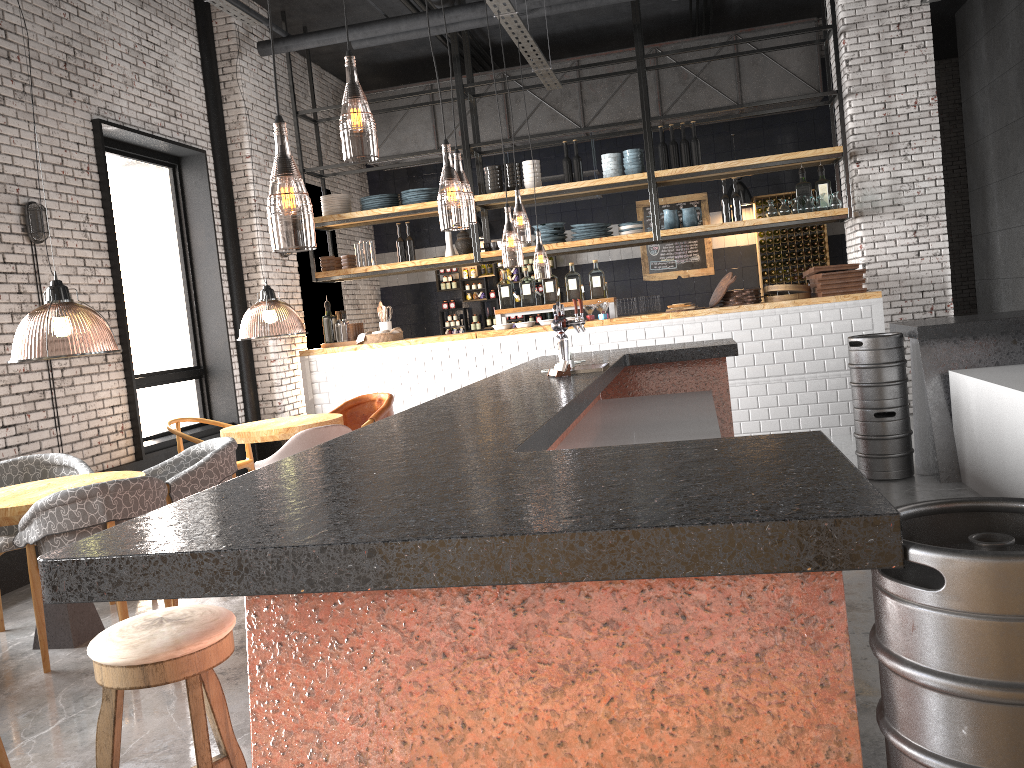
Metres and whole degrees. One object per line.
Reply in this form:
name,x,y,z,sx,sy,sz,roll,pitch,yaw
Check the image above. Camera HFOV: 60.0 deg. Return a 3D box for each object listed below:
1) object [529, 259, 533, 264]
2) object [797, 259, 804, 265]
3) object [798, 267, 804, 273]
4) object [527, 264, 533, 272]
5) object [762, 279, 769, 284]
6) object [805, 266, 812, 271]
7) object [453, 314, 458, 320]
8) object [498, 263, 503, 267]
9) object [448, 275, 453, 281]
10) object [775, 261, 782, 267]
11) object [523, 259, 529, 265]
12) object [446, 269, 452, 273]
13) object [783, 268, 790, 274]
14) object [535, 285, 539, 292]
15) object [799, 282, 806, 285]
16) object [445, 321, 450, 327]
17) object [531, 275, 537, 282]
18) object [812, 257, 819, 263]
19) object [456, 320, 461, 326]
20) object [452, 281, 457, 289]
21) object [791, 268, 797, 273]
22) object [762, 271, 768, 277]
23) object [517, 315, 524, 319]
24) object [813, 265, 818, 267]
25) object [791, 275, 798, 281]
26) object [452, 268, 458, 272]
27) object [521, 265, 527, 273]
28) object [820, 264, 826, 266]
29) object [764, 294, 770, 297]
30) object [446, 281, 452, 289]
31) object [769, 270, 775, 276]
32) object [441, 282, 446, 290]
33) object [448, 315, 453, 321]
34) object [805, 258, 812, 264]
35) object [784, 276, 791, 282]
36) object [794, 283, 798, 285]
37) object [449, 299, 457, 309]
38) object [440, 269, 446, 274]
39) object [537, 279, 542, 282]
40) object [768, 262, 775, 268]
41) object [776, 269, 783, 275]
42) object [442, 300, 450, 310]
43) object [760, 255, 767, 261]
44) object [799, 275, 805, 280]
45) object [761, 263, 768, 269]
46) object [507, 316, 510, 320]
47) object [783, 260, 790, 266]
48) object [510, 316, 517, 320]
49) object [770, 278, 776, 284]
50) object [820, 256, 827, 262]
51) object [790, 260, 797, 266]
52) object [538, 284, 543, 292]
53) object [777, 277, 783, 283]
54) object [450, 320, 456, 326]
object,0.280,-1.765,12.607,0.076,0.111,0.076,-5,4,17
object,3.850,-1.629,11.816,0.079,0.079,0.284,-5,4,12
object,3.860,-1.525,11.817,0.079,0.079,0.281,-5,4,12
object,0.251,-1.651,12.619,0.076,0.111,0.076,-4,4,32
object,3.406,-1.377,11.895,0.079,0.079,0.281,-5,4,12
object,3.949,-1.531,11.782,0.079,0.079,0.281,-5,4,12
object,-0.827,-0.969,12.889,0.071,0.083,0.071,-9,5,-38
object,-0.170,-1.757,12.696,0.079,0.156,0.079,-5,4,22
object,-0.889,-1.532,12.859,0.070,0.083,0.071,-3,5,37
object,3.568,-1.602,11.845,0.079,0.079,0.284,-5,4,12
object,0.199,-1.758,12.622,0.076,0.111,0.076,-7,4,-13
object,-0.916,-1.670,12.875,0.081,0.113,0.071,-5,4,13
object,3.677,-1.508,11.859,0.079,0.079,0.281,-5,4,12
object,0.335,-1.358,12.646,0.081,0.113,0.071,-5,4,11
object,3.882,-1.316,11.828,0.079,0.079,0.281,-5,4,12
object,-0.936,-0.876,12.921,0.070,0.083,0.071,-5,4,22
object,0.306,-1.499,12.619,0.076,0.111,0.076,-7,4,-13
object,4.033,-1.645,11.772,0.079,0.079,0.284,-5,4,12
object,-0.779,-0.890,12.887,0.070,0.083,0.071,-3,5,37
object,-0.834,-1.441,12.857,0.076,0.111,0.076,-6,4,7
object,3.765,-1.515,11.820,0.079,0.079,0.281,-5,4,12
object,3.400,-1.483,11.913,0.079,0.079,0.281,-5,4,12
object,0.118,-1.001,12.721,0.100,0.139,0.088,-5,4,13
object,4.037,-1.537,11.740,0.079,0.079,0.281,-5,4,12
object,3.775,-1.410,11.818,0.079,0.079,0.281,-5,4,12
object,-0.828,-1.677,12.857,0.081,0.113,0.071,-5,4,13
object,0.171,-1.644,12.636,0.076,0.111,0.076,-5,4,22
object,4.133,-1.548,11.743,0.079,0.079,0.281,-5,4,12
object,3.433,-1.171,11.931,0.079,0.079,0.281,-5,4,12
object,-0.915,-1.433,12.872,0.076,0.111,0.076,-4,4,32
object,3.485,-1.488,11.860,0.079,0.079,0.281,-5,4,12
object,-0.995,-1.426,12.890,0.076,0.111,0.076,-5,4,22
object,-0.900,-0.963,12.911,0.070,0.083,0.071,-3,5,37
object,3.938,-1.636,11.777,0.079,0.079,0.284,-5,4,12
object,3.679,-1.400,11.823,0.079,0.079,0.281,-5,4,12
object,3.788,-1.306,11.832,0.079,0.079,0.281,-5,4,12
object,-0.859,-1.160,12.906,0.100,0.139,0.088,-5,4,13
object,-1.011,-1.661,12.895,0.081,0.113,0.071,-5,4,13
object,0.395,-1.507,12.602,0.076,0.111,0.076,-8,4,-23
object,3.478,-1.594,11.873,0.079,0.079,0.284,-5,4,12
object,3.581,-1.498,11.859,0.079,0.079,0.281,-5,4,12
object,-0.965,-1.151,12.928,0.100,0.139,0.088,-5,4,13
object,3.375,-1.690,11.887,0.079,0.079,0.284,-5,4,12
object,3.868,-1.419,11.807,0.079,0.079,0.281,-5,4,12
object,3.382,-1.584,11.870,0.079,0.079,0.284,-5,4,12
object,-0.088,-0.983,12.764,0.100,0.139,0.088,-5,4,13
object,3.662,-1.611,11.835,0.079,0.079,0.284,-5,4,12
object,0.018,-0.992,12.742,0.100,0.139,0.088,-5,4,13
object,3.495,-1.384,11.862,0.079,0.079,0.281,-5,4,12
object,4.118,-1.650,11.719,0.079,0.079,0.284,-5,4,12
object,3.754,-1.619,11.815,0.079,0.079,0.284,-5,4,12
object,0.416,-1.365,12.629,0.081,0.113,0.071,-5,4,11
object,3.595,-1.396,11.881,0.079,0.079,0.281,-5,4,12
object,-0.859,-0.883,12.904,0.071,0.083,0.071,-6,4,2
